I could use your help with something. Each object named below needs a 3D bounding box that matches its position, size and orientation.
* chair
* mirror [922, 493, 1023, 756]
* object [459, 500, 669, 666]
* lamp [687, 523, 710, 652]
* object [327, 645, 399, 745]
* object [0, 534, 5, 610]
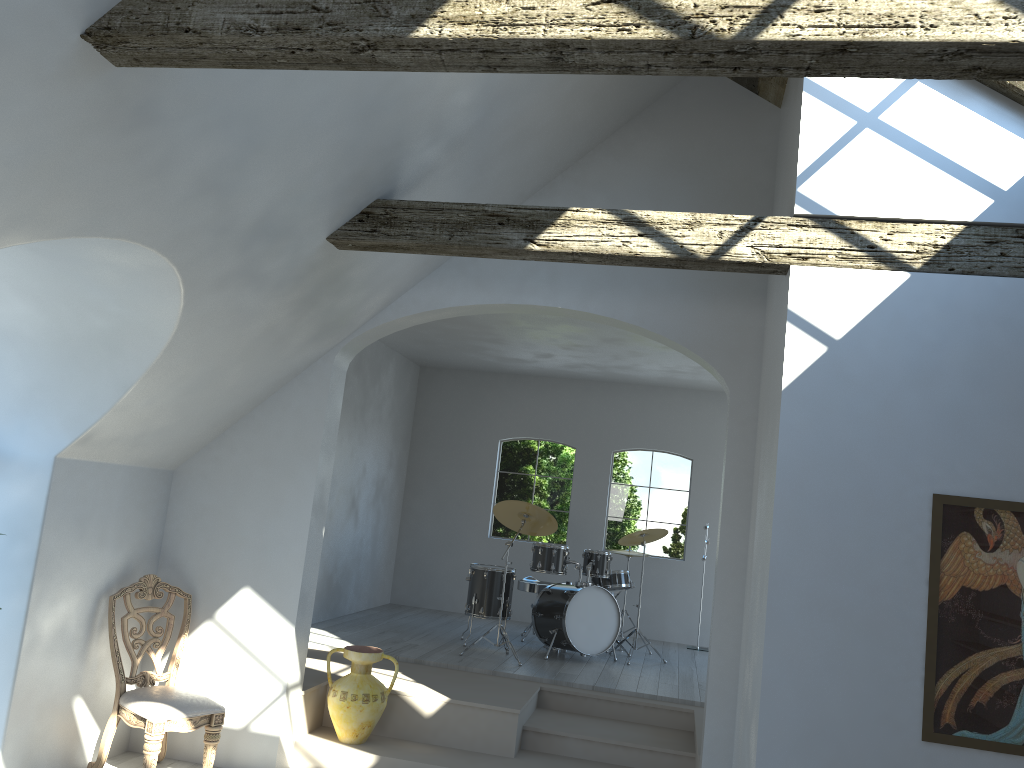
[{"bbox_3d":[-2.092,1.771,5.332,0.655,1.159,0.552,1,-10,36],"label":"chair"},{"bbox_3d":[2.156,1.028,3.762,0.736,1.047,0.009,5,-8,11],"label":"mirror"},{"bbox_3d":[0.414,1.887,8.653,2.354,1.383,1.465,12,-10,-34],"label":"object"},{"bbox_3d":[2.130,2.252,9.911,0.232,1.383,0.238,5,-8,11],"label":"lamp"},{"bbox_3d":[-1.038,2.099,5.987,0.402,0.605,0.396,11,-9,-32],"label":"object"},{"bbox_3d":[-2.808,1.124,4.110,0.718,1.920,0.737,2,-9,30],"label":"object"}]
